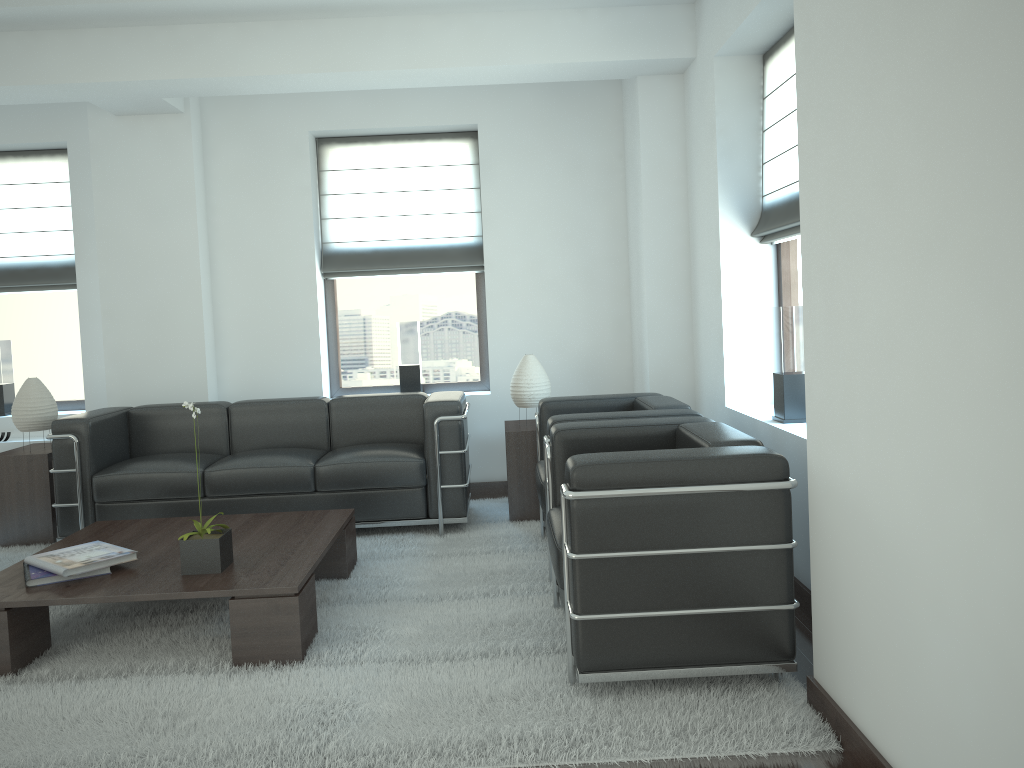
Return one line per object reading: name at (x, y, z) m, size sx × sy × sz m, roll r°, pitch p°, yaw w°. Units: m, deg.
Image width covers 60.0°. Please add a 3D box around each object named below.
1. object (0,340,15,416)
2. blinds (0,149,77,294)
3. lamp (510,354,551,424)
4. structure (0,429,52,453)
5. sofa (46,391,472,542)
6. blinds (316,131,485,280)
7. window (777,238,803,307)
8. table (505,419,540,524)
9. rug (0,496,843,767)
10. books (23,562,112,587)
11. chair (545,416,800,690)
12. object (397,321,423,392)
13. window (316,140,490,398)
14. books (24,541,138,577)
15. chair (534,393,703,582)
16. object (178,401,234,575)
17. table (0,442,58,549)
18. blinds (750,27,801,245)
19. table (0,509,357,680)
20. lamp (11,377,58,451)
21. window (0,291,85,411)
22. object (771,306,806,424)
object at (-5.326, -0.061, 9.177) m, size 0.239 × 0.775 × 0.244 m, roll -3°, pitch 3°, yaw -1°
blinds at (-5.260, -1.673, 9.179) m, size 1.686 × 1.474 × 0.222 m, roll -3°, pitch 3°, yaw -1°
lamp at (0.168, 0.054, 8.022) m, size 0.374 × 0.654 × 0.375 m, roll -1°, pitch 4°, yaw 28°
structure at (-5.217, 0.849, 8.901) m, size 1.461 × 0.725 × 0.194 m, roll -3°, pitch 3°, yaw -1°
sofa at (-2.099, 0.748, 7.842) m, size 3.476 × 1.168 × 1.125 m, roll -3°, pitch 4°, yaw -1°
blinds at (-1.160, -1.867, 9.243) m, size 1.686 × 1.474 × 0.222 m, roll -3°, pitch 3°, yaw -1°
window at (2.166, -1.123, 5.899) m, size 0.146 × 2.727 × 2.136 m, roll -3°, pitch 3°, yaw -1°
table at (0.217, 0.791, 8.118) m, size 0.526 × 0.843 × 0.787 m, roll -3°, pitch 4°, yaw -1°
rug at (-1.773, 1.420, 6.170) m, size 6.252 × 0.110 × 5.178 m, roll -3°, pitch 5°, yaw -1°
books at (-2.674, 1.096, 5.319) m, size 0.446 × 0.045 × 0.519 m, roll -5°, pitch 5°, yaw -30°
chair at (0.767, 0.854, 4.884) m, size 1.123 × 1.168 × 1.649 m, roll -3°, pitch 4°, yaw -1°
object at (-1.063, -0.263, 9.243) m, size 0.239 × 0.775 × 0.244 m, roll -3°, pitch 3°, yaw -1°
window at (-1.141, -1.254, 9.432) m, size 1.700 × 2.728 × 0.146 m, roll -3°, pitch 3°, yaw -1°
books at (-2.586, 1.046, 5.323) m, size 0.518 × 0.045 × 0.447 m, roll 1°, pitch 6°, yaw 40°
chair at (0.745, 0.719, 6.567) m, size 1.123 × 1.168 × 1.649 m, roll -3°, pitch 4°, yaw -1°
object at (-1.826, 0.592, 5.215) m, size 0.252 × 0.990 × 0.336 m, roll -3°, pitch 3°, yaw -1°
table at (-4.255, 1.003, 8.048) m, size 0.526 × 0.843 × 0.787 m, roll -3°, pitch 4°, yaw -1°
blinds at (1.969, -1.740, 5.863) m, size 0.222 × 1.474 × 2.127 m, roll -3°, pitch 4°, yaw -1°
table at (-2.129, 1.282, 5.733) m, size 1.936 × 0.440 × 1.924 m, roll -3°, pitch 4°, yaw -1°
lamp at (-4.280, 0.264, 7.953) m, size 0.374 × 0.654 × 0.375 m, roll -2°, pitch 3°, yaw 3°
window at (-5.241, -1.060, 9.368) m, size 1.700 × 2.728 × 0.146 m, roll -3°, pitch 3°, yaw -1°
object at (1.899, -0.137, 5.982) m, size 0.239 × 0.775 × 0.244 m, roll -3°, pitch 3°, yaw -1°
